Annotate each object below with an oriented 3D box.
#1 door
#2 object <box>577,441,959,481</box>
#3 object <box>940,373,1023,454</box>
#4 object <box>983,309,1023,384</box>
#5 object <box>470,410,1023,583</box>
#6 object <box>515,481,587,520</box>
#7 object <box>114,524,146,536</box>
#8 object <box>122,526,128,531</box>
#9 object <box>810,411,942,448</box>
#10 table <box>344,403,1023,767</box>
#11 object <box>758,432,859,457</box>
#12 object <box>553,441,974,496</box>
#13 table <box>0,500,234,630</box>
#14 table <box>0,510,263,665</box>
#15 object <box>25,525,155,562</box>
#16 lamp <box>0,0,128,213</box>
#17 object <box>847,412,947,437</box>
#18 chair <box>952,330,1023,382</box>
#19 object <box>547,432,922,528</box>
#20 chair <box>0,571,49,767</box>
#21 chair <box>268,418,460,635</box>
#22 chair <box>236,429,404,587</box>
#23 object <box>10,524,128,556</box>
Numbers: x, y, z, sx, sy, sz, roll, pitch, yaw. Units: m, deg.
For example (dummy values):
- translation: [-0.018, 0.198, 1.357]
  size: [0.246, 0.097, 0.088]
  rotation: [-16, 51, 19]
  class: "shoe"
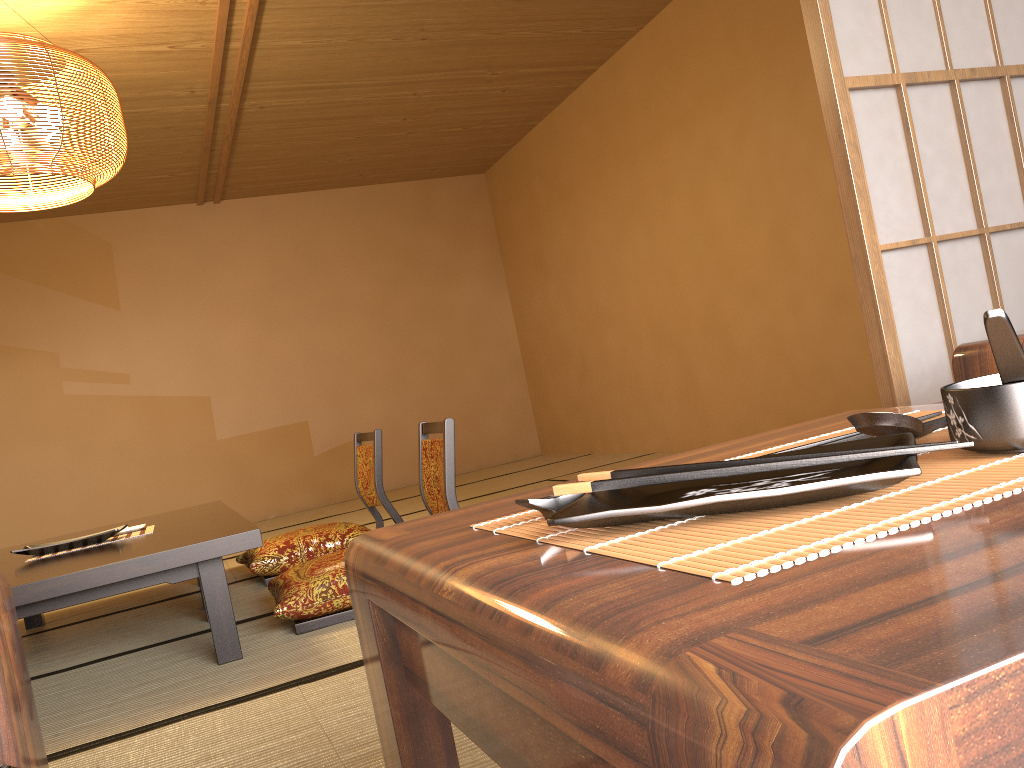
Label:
- translation: [1.007, -0.581, 1.733]
  size: [0.991, 1.934, 0.040]
  rotation: [-12, 1, -21]
  class: "door"
- translation: [0.128, 0.044, 0.497]
  size: [0.230, 0.007, 0.006]
  rotation: [-12, 0, 43]
  class: "object"
- translation: [0.278, 0.013, 0.474]
  size: [0.084, 0.037, 0.084]
  rotation: [-11, 0, -30]
  class: "object"
- translation: [0.260, -0.007, 0.453]
  size: [0.038, 0.068, 0.117]
  rotation: [-11, 0, 34]
  class: "object"
- translation: [0.207, 0.048, 0.534]
  size: [0.400, 0.003, 0.300]
  rotation: [-11, -1, -22]
  class: "object"
- translation: [0.028, 0.074, 0.548]
  size: [0.050, 0.018, 0.015]
  rotation: [-11, 0, -35]
  class: "object"
- translation: [-1.462, 0.553, 3.303]
  size: [0.180, 0.014, 0.130]
  rotation: [-11, -1, -20]
  class: "object"
- translation: [-1.462, 0.547, 3.318]
  size: [0.050, 0.018, 0.015]
  rotation: [-11, 0, -25]
  class: "object"
- translation: [0.233, 0.039, 0.620]
  size: [0.230, 0.007, 0.006]
  rotation: [-11, 0, -32]
  class: "object"
- translation: [0.259, 0.293, 0.536]
  size: [0.539, 0.500, 0.541]
  rotation: [-11, 0, -22]
  class: "table"
- translation: [0.199, 0.046, 0.623]
  size: [0.230, 0.007, 0.006]
  rotation: [-11, 0, -26]
  class: "object"
- translation: [0.120, 0.045, 0.475]
  size: [0.230, 0.007, 0.006]
  rotation: [-12, 0, 34]
  class: "object"
- translation: [-1.651, 0.786, 3.649]
  size: [0.993, 0.357, 0.996]
  rotation: [-11, 0, -22]
  class: "table"
- translation: [-1.291, 0.704, 2.724]
  size: [0.993, 0.357, 0.996]
  rotation: [-11, 0, -22]
  class: "table"
- translation: [-1.499, 0.567, 3.186]
  size: [0.400, 0.003, 0.399]
  rotation: [-11, -1, -22]
  class: "object"
- translation: [-1.914, -1.117, 3.326]
  size: [0.798, 0.826, 0.798]
  rotation: [-11, 0, 2]
  class: "lamp"
- translation: [0.271, 0.021, 0.593]
  size: [0.130, 0.026, 0.038]
  rotation: [-11, 0, -37]
  class: "object"
- translation: [1.164, -0.025, 0.950]
  size: [0.942, 0.779, 0.873]
  rotation: [-11, 0, -22]
  class: "chair"
- translation: [0.123, 0.056, 0.480]
  size: [0.181, 0.015, 0.131]
  rotation: [-12, -1, 24]
  class: "object"
- translation: [-0.655, 0.337, 0.220]
  size: [0.942, 0.779, 0.873]
  rotation: [-11, 0, -22]
  class: "chair"
- translation: [-0.501, 0.448, 2.975]
  size: [0.686, 0.546, 0.583]
  rotation: [-11, 0, -17]
  class: "chair"
- translation: [-0.899, 0.540, 3.984]
  size: [0.698, 0.546, 0.583]
  rotation: [-11, 0, -23]
  class: "chair"
- translation: [-1.532, 0.552, 3.084]
  size: [0.349, 0.039, 0.129]
  rotation: [-11, 0, -8]
  class: "object"
